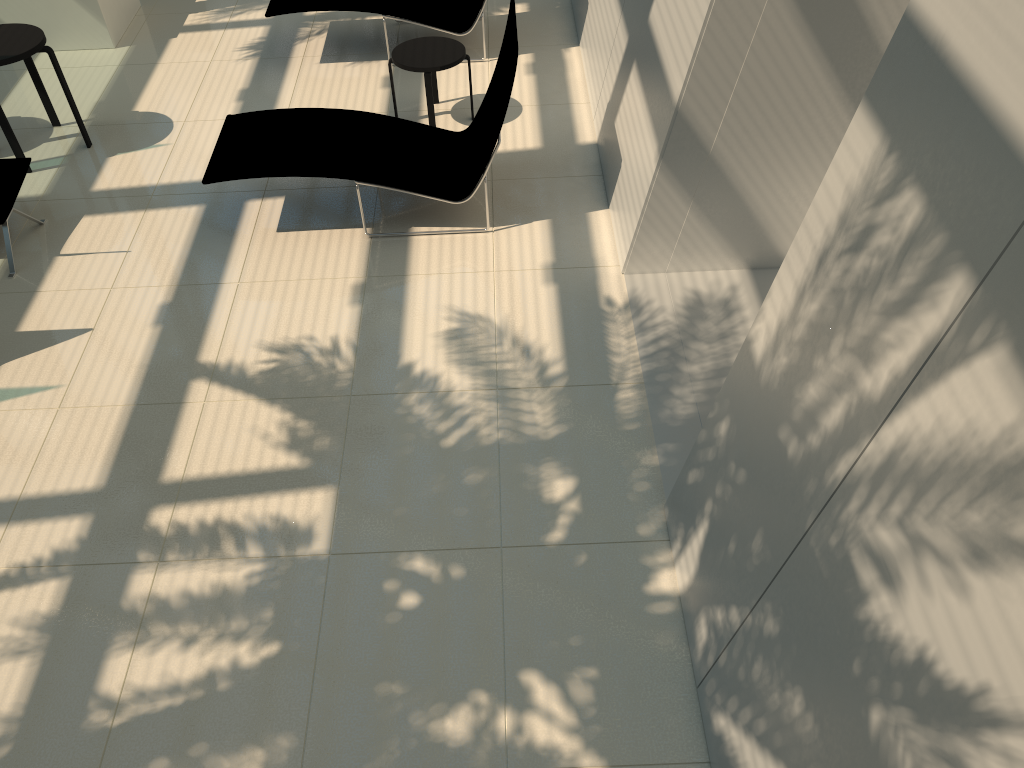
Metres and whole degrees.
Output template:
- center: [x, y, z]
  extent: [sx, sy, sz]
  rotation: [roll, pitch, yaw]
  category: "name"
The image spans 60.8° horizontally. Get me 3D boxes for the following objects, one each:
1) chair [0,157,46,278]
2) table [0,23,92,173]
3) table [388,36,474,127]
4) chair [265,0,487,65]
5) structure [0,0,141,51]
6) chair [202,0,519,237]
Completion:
- center: [-3.648, -1.310, 5.648]
  extent: [0.716, 0.964, 0.811]
  rotation: [-2, 46, 0]
  category: "chair"
- center: [-3.675, -2.136, 6.514]
  extent: [0.659, 0.848, 0.642]
  rotation: [27, 53, 26]
  category: "table"
- center: [-0.614, -2.277, 6.691]
  extent: [0.533, 0.562, 0.527]
  rotation: [31, 55, 28]
  category: "table"
- center: [-1.048, -3.503, 7.382]
  extent: [2.036, 1.257, 0.843]
  rotation: [-2, 46, 0]
  category: "chair"
- center: [-4.275, -5.960, 5.498]
  extent: [4.815, 7.612, 4.073]
  rotation: [-7, 46, -4]
  category: "structure"
- center: [-0.974, -1.734, 5.707]
  extent: [2.036, 1.257, 0.843]
  rotation: [-2, 46, 0]
  category: "chair"
